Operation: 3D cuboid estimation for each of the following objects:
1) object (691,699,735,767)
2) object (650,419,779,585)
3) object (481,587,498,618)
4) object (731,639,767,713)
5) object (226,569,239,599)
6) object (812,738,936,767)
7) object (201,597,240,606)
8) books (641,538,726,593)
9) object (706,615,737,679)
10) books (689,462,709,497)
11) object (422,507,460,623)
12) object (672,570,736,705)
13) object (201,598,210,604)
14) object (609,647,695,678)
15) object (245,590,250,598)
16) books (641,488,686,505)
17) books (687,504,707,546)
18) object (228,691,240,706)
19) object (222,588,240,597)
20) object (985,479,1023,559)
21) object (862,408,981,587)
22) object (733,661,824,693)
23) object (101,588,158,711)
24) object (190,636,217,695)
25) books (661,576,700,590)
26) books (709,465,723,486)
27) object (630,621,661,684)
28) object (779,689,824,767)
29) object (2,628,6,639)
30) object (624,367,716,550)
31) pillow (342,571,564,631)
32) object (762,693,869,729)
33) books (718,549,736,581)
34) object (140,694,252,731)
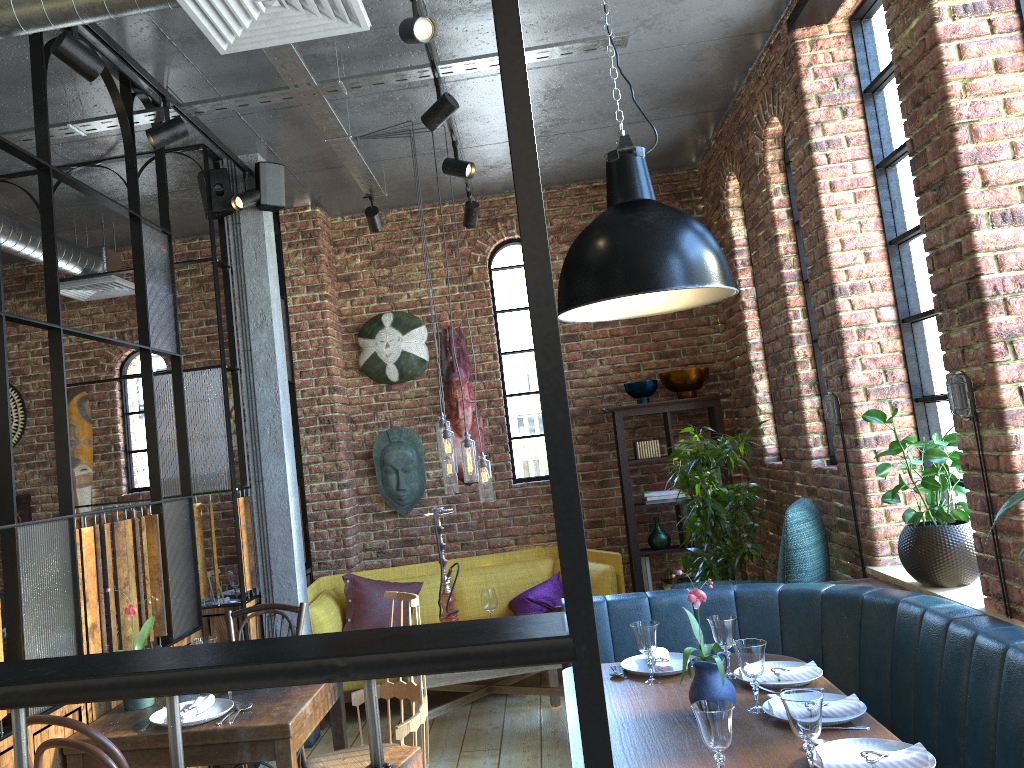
[{"bbox_3d":[0.476,0.839,2.031,0.102,0.192,0.094,-10,-6,33],"label":"object"},{"bbox_3d":[1.181,0.955,4.985,0.708,1.534,0.877,-5,-6,-18],"label":"object"},{"bbox_3d":[-0.119,1.229,4.800,0.095,0.229,0.086,-12,-7,42],"label":"object"},{"bbox_3d":[0.703,0.850,2.562,0.102,0.192,0.094,-10,-6,33],"label":"object"},{"bbox_3d":[-1.694,1.241,5.402,0.102,0.192,0.095,-9,-6,24],"label":"object"},{"bbox_3d":[0.840,0.874,2.079,0.273,0.051,0.320,-7,-4,7],"label":"object"},{"bbox_3d":[-1.742,1.309,5.262,0.329,0.051,0.265,-7,-4,8],"label":"object"},{"bbox_3d":[1.135,1.093,5.843,0.591,0.577,0.188,-7,-6,4],"label":"books"},{"bbox_3d":[0.710,0.873,2.927,0.102,0.192,0.094,-10,-6,33],"label":"object"},{"bbox_3d":[1.239,0.635,5.884,0.125,0.259,0.161,-7,-5,3],"label":"books"},{"bbox_3d":[-0.348,1.000,4.581,0.168,0.706,0.261,-6,-6,-6],"label":"object"},{"bbox_3d":[0.561,0.746,2.572,0.141,0.433,0.210,-9,-6,22],"label":"object"},{"bbox_3d":[-2.025,1.356,5.487,0.273,0.051,0.320,-7,-4,7],"label":"object"},{"bbox_3d":[0.501,0.981,3.109,0.329,0.051,0.265,-7,-4,8],"label":"object"},{"bbox_3d":[-1.671,1.286,5.569,0.088,0.120,0.080,-10,-6,35],"label":"object"},{"bbox_3d":[1.012,0.749,5.883,0.271,0.080,0.176,-7,-4,5],"label":"books"},{"bbox_3d":[1.230,0.930,5.847,0.086,0.274,0.171,-7,-5,2],"label":"books"},{"bbox_3d":[-0.973,1.001,3.022,0.094,0.192,0.102,-2,-7,-39],"label":"object"},{"bbox_3d":[-1.777,1.344,5.725,0.329,0.051,0.265,-7,-4,8],"label":"object"},{"bbox_3d":[1.424,0.282,2.009,0.612,0.754,0.726,-7,-5,2],"label":"object"},{"bbox_3d":[1.553,0.403,3.243,0.400,0.665,0.491,-9,-6,27],"label":"object"},{"bbox_3d":[0.853,0.924,2.844,0.273,0.051,0.320,-7,-4,7],"label":"object"},{"bbox_3d":[-1.340,0.933,3.160,0.145,0.428,0.198,-11,-7,37],"label":"object"},{"bbox_3d":[-1.122,1.032,3.230,0.095,0.192,0.101,-5,-6,-21],"label":"object"},{"bbox_3d":[1.149,1.333,5.795,0.306,0.088,0.241,-7,-4,6],"label":"books"},{"bbox_3d":[1.340,0.622,5.863,0.080,0.258,0.176,-7,-5,2],"label":"books"},{"bbox_3d":[0.459,0.904,2.965,0.102,0.192,0.094,-10,-6,33],"label":"object"},{"bbox_3d":[0.683,0.816,2.035,0.102,0.192,0.094,-10,-6,33],"label":"object"},{"bbox_3d":[-3.431,1.660,5.810,0.329,0.051,0.265,-7,-4,8],"label":"object"},{"bbox_3d":[1.120,0.800,5.851,0.610,1.767,0.325,-7,-6,0],"label":"object"},{"bbox_3d":[-0.377,1.355,5.661,1.481,0.455,0.403,-6,-5,-6],"label":"pillow"},{"bbox_3d":[0.842,0.900,2.477,0.273,0.051,0.320,-7,-4,7],"label":"object"},{"bbox_3d":[1.410,1.212,5.804,0.085,0.273,0.187,-7,-5,2],"label":"books"},{"bbox_3d":[-1.035,1.071,2.896,0.329,0.051,0.265,-7,-4,8],"label":"object"}]
